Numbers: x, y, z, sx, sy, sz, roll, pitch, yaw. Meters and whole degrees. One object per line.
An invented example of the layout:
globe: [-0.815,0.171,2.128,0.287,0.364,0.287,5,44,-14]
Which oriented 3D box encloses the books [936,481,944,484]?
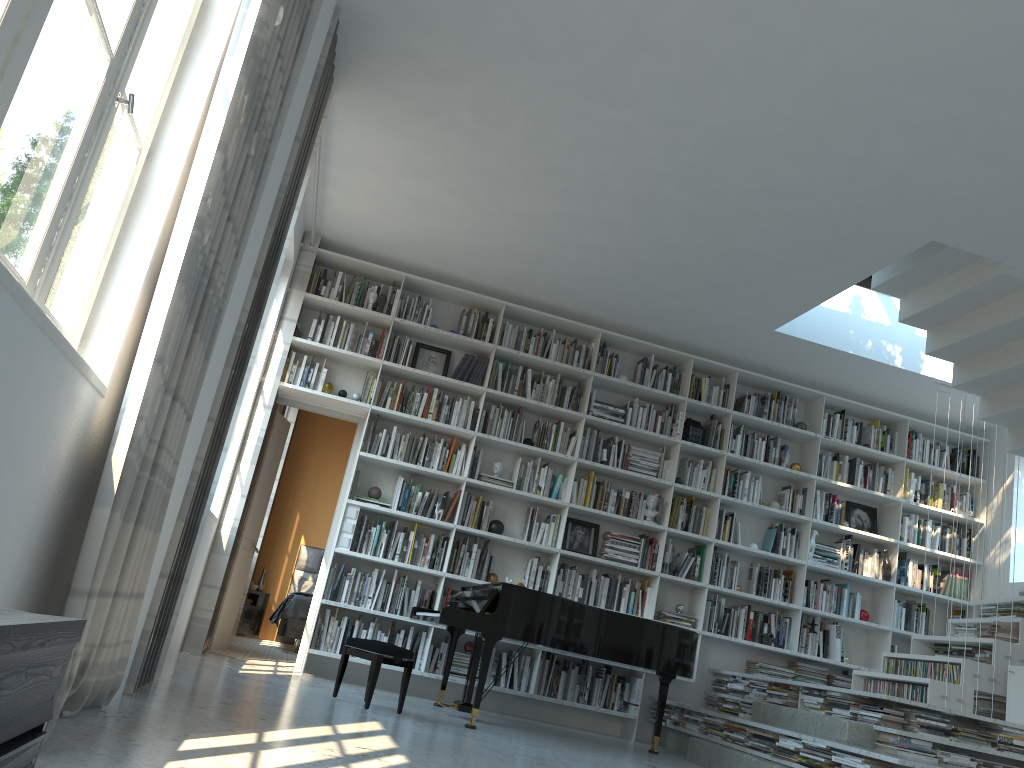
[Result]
books: [3.834,1.032,8.009,0.010,0.294,0.165,15,-16,-10]

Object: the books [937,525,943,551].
books: [3.761,1.393,7.902,0.023,0.257,0.184,15,-16,-10]

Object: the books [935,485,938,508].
books: [3.730,1.017,7.903,0.013,0.221,0.175,15,-16,-10]

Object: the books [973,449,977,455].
books: [4.228,0.767,8.188,0.014,0.318,0.144,15,-16,-10]

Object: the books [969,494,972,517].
books: [4.111,1.133,8.061,0.040,0.246,0.160,15,-16,-10]

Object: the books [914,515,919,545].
books: [3.534,1.315,7.861,0.012,0.292,0.166,15,-16,-10]

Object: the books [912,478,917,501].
books: [3.508,0.956,7.860,0.049,0.223,0.162,15,-16,-10]

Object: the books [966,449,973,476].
books: [4.148,0.751,8.134,0.014,0.285,0.190,15,-16,-10]

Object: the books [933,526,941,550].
books: [3.729,1.390,7.888,0.045,0.244,0.177,15,-16,-10]

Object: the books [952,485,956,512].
books: [3.948,1.068,8.032,0.023,0.286,0.163,15,-16,-10]

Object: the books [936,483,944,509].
books: [3.752,1.020,7.932,0.042,0.241,0.248,15,-16,-10]

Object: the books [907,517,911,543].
books: [3.451,1.310,7.841,0.026,0.255,0.174,15,-16,-10]

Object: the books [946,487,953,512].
books: [3.916,1.069,8.013,0.022,0.260,0.161,15,-16,-10]

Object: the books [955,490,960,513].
books: [3.991,1.094,8.032,0.070,0.253,0.154,15,-16,-10]

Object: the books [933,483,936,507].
books: [3.717,1.009,7.913,0.012,0.237,0.166,15,-16,-10]

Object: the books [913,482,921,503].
books: [3.541,0.978,7.857,0.024,0.193,0.190,15,-16,-10]

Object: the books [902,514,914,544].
books: [3.477,1.298,7.836,0.014,0.284,0.186,15,-16,-10]

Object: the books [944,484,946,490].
books: [3.859,1.049,8.024,0.024,0.280,0.154,15,-16,-10]

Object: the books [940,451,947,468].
books: [3.889,0.725,8.100,0.057,0.211,0.163,15,-16,-10]

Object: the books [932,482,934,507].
books: [3.701,1.002,7.910,0.022,0.241,0.145,15,-16,-10]

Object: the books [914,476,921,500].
books: [3.567,0.955,7.885,0.023,0.263,0.158,15,-16,-10]

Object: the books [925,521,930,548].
books: [3.632,1.355,7.873,0.022,0.262,0.173,15,-16,-10]

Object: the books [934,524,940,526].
books: [3.773,1.396,7.930,0.010,0.273,0.130,15,-16,-10]

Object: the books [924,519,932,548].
books: [3.658,1.353,7.886,0.030,0.283,0.166,15,-16,-10]

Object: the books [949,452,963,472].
books: [4.044,0.749,8.133,0.068,0.246,0.161,15,-16,-10]

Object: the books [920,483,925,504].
books: [3.619,0.997,7.896,0.025,0.211,0.135,15,-16,-10]

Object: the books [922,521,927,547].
books: [3.609,1.351,7.871,0.024,0.258,0.156,15,-16,-10]

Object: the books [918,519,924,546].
books: [3.584,1.342,7.877,0.025,0.270,0.153,15,-16,-10]

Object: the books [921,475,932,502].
books: [3.675,0.965,7.902,0.022,0.295,0.152,15,-16,-10]

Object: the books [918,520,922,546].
books: [3.567,1.340,7.864,0.013,0.259,0.158,15,-16,-10]

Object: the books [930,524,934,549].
books: [3.698,1.383,7.904,0.012,0.253,0.161,15,-16,-10]

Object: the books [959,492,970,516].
books: [4.079,1.118,8.057,0.029,0.257,0.163,15,-16,-10]

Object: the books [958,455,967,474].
books: [4.083,0.770,8.118,0.012,0.215,0.193,15,-16,-10]

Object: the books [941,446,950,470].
books: [3.957,0.714,8.130,0.069,0.276,0.132,15,-16,-10]

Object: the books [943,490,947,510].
books: [3.840,1.071,7.988,0.013,0.212,0.187,15,-16,-10]

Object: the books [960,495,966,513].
books: [4.031,1.125,8.033,0.023,0.213,0.181,15,-16,-10]

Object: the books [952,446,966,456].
books: [4.099,0.733,8.155,0.014,0.312,0.162,15,-16,-10]

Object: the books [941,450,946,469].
books: [3.920,0.726,8.122,0.010,0.235,0.132,15,-16,-10]

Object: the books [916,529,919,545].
books: [3.537,1.376,7.862,0.027,0.179,0.157,15,-16,-10]

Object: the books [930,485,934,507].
books: [3.682,1.013,7.896,0.014,0.205,0.184,15,-16,-10]

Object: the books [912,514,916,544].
books: [3.515,1.311,7.870,0.022,0.296,0.162,15,-16,-10]

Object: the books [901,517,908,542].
books: [3.419,1.302,7.823,0.023,0.247,0.182,15,-16,-10]

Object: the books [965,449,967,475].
books: [4.129,0.752,8.162,0.012,0.291,0.140,15,-16,-10]

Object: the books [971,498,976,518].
books: [4.136,1.149,8.045,0.011,0.216,0.170,15,-16,-10]

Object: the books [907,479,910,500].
books: [3.448,0.948,7.844,0.024,0.204,0.166,15,-16,-10]

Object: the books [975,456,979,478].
books: [4.208,0.793,8.144,0.025,0.236,0.188,15,-16,-10]

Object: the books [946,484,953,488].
books: [3.930,1.062,8.041,0.011,0.293,0.151,15,-16,-10]

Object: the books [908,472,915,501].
books: [3.480,0.925,7.848,0.026,0.262,0.189,15,-16,-10]

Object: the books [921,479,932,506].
books: [3.651,0.978,7.888,0.023,0.253,0.190,15,-16,-10]

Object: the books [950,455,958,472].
books: [3.999,0.759,8.102,0.024,0.192,0.187,15,-16,-10]

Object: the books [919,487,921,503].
books: [3.580,1.002,7.920,0.038,0.198,0.171,15,-16,-10]

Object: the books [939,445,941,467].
books: [3.859,0.693,8.104,0.015,0.262,0.143,15,-16,-10]

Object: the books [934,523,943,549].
books: [3.792,1.391,7.931,0.024,0.291,0.132,15,-16,-10]

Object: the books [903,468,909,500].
books: [3.441,0.902,7.853,0.010,0.293,0.183,15,-16,-10]

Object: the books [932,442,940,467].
books: [3.848,0.680,8.109,0.012,0.284,0.160,15,-16,-10]

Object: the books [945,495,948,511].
books: [3.877,1.103,8.015,0.034,0.182,0.157,15,-16,-10]

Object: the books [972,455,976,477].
books: [4.187,0.786,8.154,0.014,0.247,0.185,15,-16,-10]

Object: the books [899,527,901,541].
books: [3.374,1.292,7.831,0.012,0.253,0.161,15,-16,-10]

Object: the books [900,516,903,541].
books: [3.389,1.302,7.845,0.026,0.249,0.161,15,-16,-10]
